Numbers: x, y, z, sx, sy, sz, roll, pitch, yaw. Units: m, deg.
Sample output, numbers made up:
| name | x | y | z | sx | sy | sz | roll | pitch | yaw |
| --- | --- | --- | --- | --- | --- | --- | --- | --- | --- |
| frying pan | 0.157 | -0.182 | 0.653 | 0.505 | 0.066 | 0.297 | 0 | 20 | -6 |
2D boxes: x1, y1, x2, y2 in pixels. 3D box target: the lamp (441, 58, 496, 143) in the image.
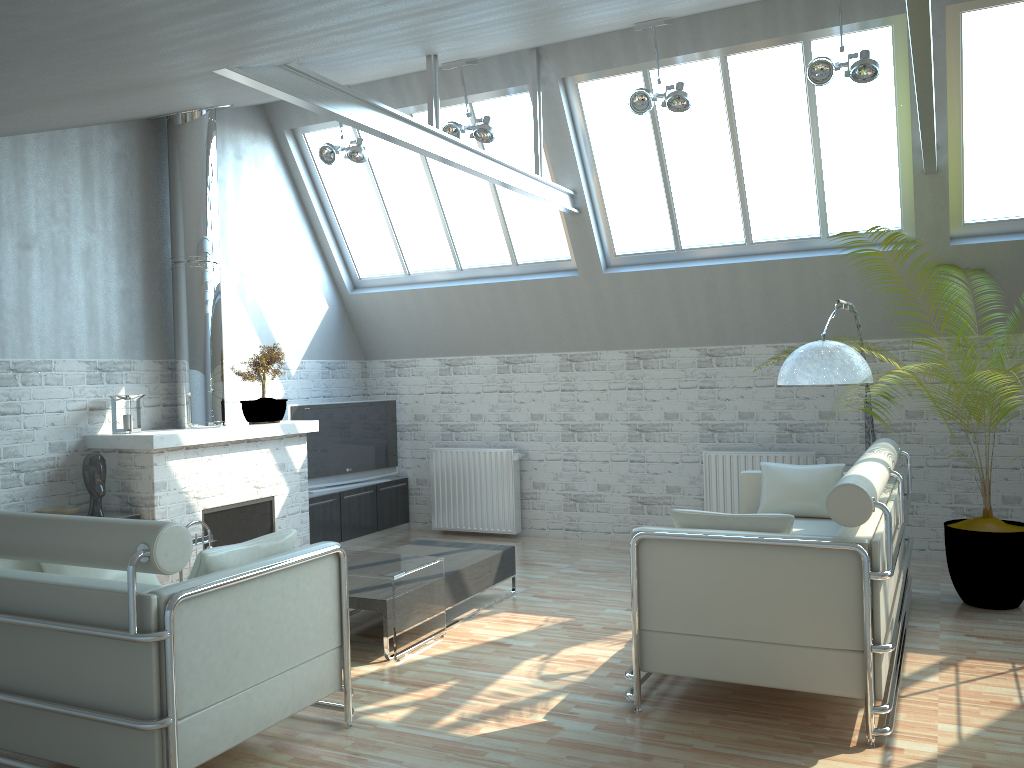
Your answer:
| name | x | y | z | sx | sy | sz | roll | pitch | yaw |
| --- | --- | --- | --- | --- | --- | --- | --- | --- | --- |
| lamp | -0.684 | -4.040 | 12.639 | 0.808 | 1.172 | 0.619 | -1 | 1 | 30 |

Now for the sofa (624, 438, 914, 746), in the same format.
| name | x | y | z | sx | sy | sz | roll | pitch | yaw |
| --- | --- | --- | --- | --- | --- | --- | --- | --- | --- |
| sofa | 2.960 | 1.739 | 9.362 | 2.199 | 1.999 | 4.866 | -1 | 1 | 26 |

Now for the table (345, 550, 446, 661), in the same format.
| name | x | y | z | sx | sy | sz | roll | pitch | yaw |
| --- | --- | --- | --- | --- | --- | --- | --- | --- | --- |
| table | -1.750 | 2.414 | 9.925 | 1.726 | 0.867 | 1.015 | -1 | 1 | 26 |

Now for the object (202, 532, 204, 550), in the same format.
| name | x | y | z | sx | sy | sz | roll | pitch | yaw |
| --- | --- | --- | --- | --- | --- | --- | --- | --- | --- |
| object | -4.056 | 2.371 | 11.665 | 0.025 | 0.855 | 0.025 | -2 | 1 | -42 |

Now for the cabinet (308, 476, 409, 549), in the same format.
| name | x | y | z | sx | sy | sz | roll | pitch | yaw |
| --- | --- | --- | --- | --- | --- | --- | --- | --- | --- |
| cabinet | -3.106 | 2.347 | 15.898 | 0.908 | 1.016 | 3.234 | -1 | 1 | 26 |

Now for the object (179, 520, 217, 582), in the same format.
| name | x | y | z | sx | sy | sz | roll | pitch | yaw |
| --- | --- | --- | --- | --- | --- | --- | --- | --- | --- |
| object | -4.153 | 2.359 | 11.661 | 0.412 | 1.124 | 0.584 | -1 | 1 | 26 |

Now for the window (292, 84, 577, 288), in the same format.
| name | x | y | z | sx | sy | sz | roll | pitch | yaw |
| --- | --- | --- | --- | --- | --- | --- | --- | --- | --- |
| window | -1.281 | -3.248 | 15.160 | 4.651 | 2.787 | 1.897 | -1 | 1 | 26 |

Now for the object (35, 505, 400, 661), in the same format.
| name | x | y | z | sx | sy | sz | roll | pitch | yaw |
| --- | --- | --- | --- | --- | --- | --- | --- | --- | --- |
| object | -3.320 | 1.632 | 10.323 | 4.859 | 2.558 | 1.528 | -1 | 1 | 25 |

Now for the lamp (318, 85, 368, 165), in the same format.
| name | x | y | z | sx | sy | sz | roll | pitch | yaw |
| --- | --- | --- | --- | --- | --- | --- | --- | --- | --- |
| lamp | -2.669 | -3.991 | 13.609 | 0.808 | 1.172 | 0.619 | -1 | 1 | 30 |

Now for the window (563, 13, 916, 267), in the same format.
| name | x | y | z | sx | sy | sz | roll | pitch | yaw |
| --- | --- | --- | --- | --- | --- | --- | --- | --- | --- |
| window | 3.282 | -3.360 | 12.931 | 4.651 | 2.787 | 1.897 | -1 | 1 | 26 |

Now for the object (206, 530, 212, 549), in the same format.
| name | x | y | z | sx | sy | sz | roll | pitch | yaw |
| --- | --- | --- | --- | --- | --- | --- | --- | --- | --- |
| object | -4.006 | 2.378 | 11.768 | 0.155 | 0.873 | 0.026 | -1 | 1 | 27 |

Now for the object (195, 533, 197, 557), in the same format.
| name | x | y | z | sx | sy | sz | roll | pitch | yaw |
| --- | --- | --- | --- | --- | --- | --- | --- | --- | --- |
| object | -4.047 | 2.411 | 11.554 | 0.145 | 0.932 | 0.065 | -2 | 1 | 8 |

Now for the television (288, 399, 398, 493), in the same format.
| name | x | y | z | sx | sy | sz | roll | pitch | yaw |
| --- | --- | --- | --- | --- | --- | --- | --- | --- | --- |
| television | -3.045 | 1.078 | 15.940 | 0.592 | 1.514 | 2.577 | -1 | 1 | 36 |

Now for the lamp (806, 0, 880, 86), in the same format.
| name | x | y | z | sx | sy | sz | roll | pitch | yaw |
| --- | --- | --- | --- | --- | --- | --- | --- | --- | --- |
| lamp | 3.857 | -4.151 | 10.421 | 0.808 | 1.172 | 0.619 | -1 | 1 | 30 |

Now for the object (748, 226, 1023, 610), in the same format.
| name | x | y | z | sx | sy | sz | roll | pitch | yaw |
| --- | --- | --- | --- | --- | --- | --- | --- | --- | --- |
| object | 4.903 | 0.479 | 10.516 | 3.777 | 4.386 | 5.015 | -2 | 1 | 1 |

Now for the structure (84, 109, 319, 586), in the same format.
| name | x | y | z | sx | sy | sz | roll | pitch | yaw |
| --- | --- | --- | --- | --- | --- | --- | --- | --- | --- |
| structure | -4.435 | -0.669 | 12.959 | 1.309 | 7.180 | 3.302 | -1 | 1 | 26 |

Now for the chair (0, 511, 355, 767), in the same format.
| name | x | y | z | sx | sy | sz | roll | pitch | yaw |
| --- | --- | --- | --- | --- | --- | --- | --- | --- | --- |
| chair | -2.914 | 1.927 | 7.121 | 2.507 | 2.001 | 2.201 | -1 | 1 | 26 |

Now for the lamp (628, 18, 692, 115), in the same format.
| name | x | y | z | sx | sy | sz | roll | pitch | yaw |
| --- | --- | --- | --- | --- | --- | --- | --- | --- | --- |
| lamp | 1.855 | -4.102 | 11.399 | 0.808 | 1.172 | 0.618 | -1 | 1 | 30 |

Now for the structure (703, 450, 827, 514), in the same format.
| name | x | y | z | sx | sy | sz | roll | pitch | yaw |
| --- | --- | --- | --- | --- | --- | --- | --- | --- | --- |
| structure | 4.006 | 1.823 | 14.013 | 1.892 | 1.524 | 0.508 | -1 | 1 | 26 |

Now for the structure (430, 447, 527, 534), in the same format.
| name | x | y | z | sx | sy | sz | roll | pitch | yaw |
| --- | --- | --- | --- | --- | --- | --- | --- | --- | --- |
| structure | -0.607 | 1.937 | 16.267 | 1.892 | 1.524 | 0.508 | -1 | 1 | 26 |

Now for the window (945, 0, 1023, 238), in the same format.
| name | x | y | z | sx | sy | sz | roll | pitch | yaw |
| --- | --- | --- | --- | --- | --- | --- | --- | --- | --- |
| window | 7.845 | -3.471 | 10.701 | 4.651 | 2.787 | 1.897 | -1 | 1 | 26 |

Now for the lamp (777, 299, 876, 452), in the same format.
| name | x | y | z | sx | sy | sz | roll | pitch | yaw |
| --- | --- | --- | --- | --- | --- | --- | --- | --- | --- |
| lamp | 4.480 | 0.813 | 11.456 | 1.015 | 3.709 | 4.621 | -1 | 1 | 32 |

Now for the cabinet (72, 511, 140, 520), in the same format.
| name | x | y | z | sx | sy | sz | roll | pitch | yaw |
| --- | --- | --- | --- | --- | --- | --- | --- | --- | --- |
| cabinet | -6.176 | 2.365 | 9.585 | 0.914 | 1.270 | 4.572 | -1 | 1 | 26 |

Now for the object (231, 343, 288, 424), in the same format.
| name | x | y | z | sx | sy | sz | roll | pitch | yaw |
| --- | --- | --- | --- | --- | --- | --- | --- | --- | --- |
| object | -3.900 | -0.022 | 13.650 | 0.572 | 1.265 | 1.115 | -1 | 1 | 30 |
